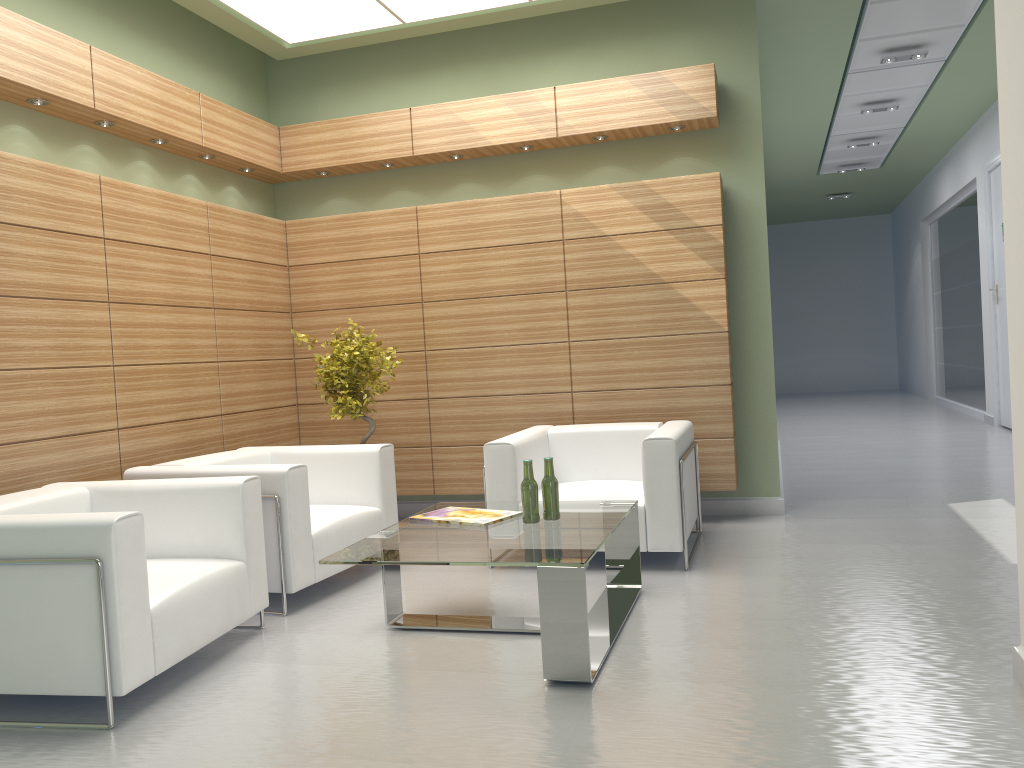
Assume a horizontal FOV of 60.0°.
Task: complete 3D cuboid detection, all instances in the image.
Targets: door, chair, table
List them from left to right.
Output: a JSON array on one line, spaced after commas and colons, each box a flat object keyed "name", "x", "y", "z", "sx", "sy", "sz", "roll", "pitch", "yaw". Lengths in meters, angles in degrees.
[{"name": "chair", "x": -2.941, "y": 1.393, "z": 6.193, "sx": 1.802, "sy": 1.234, "sz": 1.894, "roll": -3, "pitch": 2, "yaw": 11}, {"name": "chair", "x": -2.271, "y": 1.284, "z": 8.417, "sx": 1.769, "sy": 1.234, "sz": 1.894, "roll": -3, "pitch": 2, "yaw": 21}, {"name": "table", "x": -0.088, "y": 1.431, "z": 6.609, "sx": 1.783, "sy": 0.742, "sz": 2.197, "roll": -3, "pitch": 2, "yaw": 16}, {"name": "chair", "x": 0.868, "y": 1.080, "z": 8.990, "sx": 1.894, "sy": 1.234, "sz": 1.802, "roll": -3, "pitch": 2, "yaw": 16}, {"name": "door", "x": 9.418, "y": -1.659, "z": 16.860, "sx": 0.250, "sy": 5.083, "sz": 2.089, "roll": -3, "pitch": 2, "yaw": 16}]

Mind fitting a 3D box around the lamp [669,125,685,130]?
[{"name": "lamp", "x": 1.878, "y": -2.943, "z": 10.107, "sx": 0.181, "sy": 0.074, "sz": 0.181, "roll": -3, "pitch": 2, "yaw": 11}]

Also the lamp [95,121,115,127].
[{"name": "lamp", "x": -3.951, "y": -2.551, "z": 8.608, "sx": 0.181, "sy": 0.074, "sz": 0.181, "roll": -3, "pitch": 2, "yaw": 0}]

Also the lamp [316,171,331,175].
[{"name": "lamp", "x": -2.421, "y": -2.728, "z": 11.378, "sx": 0.181, "sy": 0.074, "sz": 0.181, "roll": -3, "pitch": 2, "yaw": 11}]

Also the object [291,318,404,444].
[{"name": "object", "x": -1.811, "y": 0.533, "z": 9.950, "sx": 1.201, "sy": 2.565, "sz": 1.116, "roll": -4, "pitch": 2, "yaw": -15}]

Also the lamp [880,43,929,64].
[{"name": "lamp", "x": 6.033, "y": -5.083, "z": 13.661, "sx": 0.657, "sy": 0.159, "sz": 0.286, "roll": -3, "pitch": 2, "yaw": 16}]

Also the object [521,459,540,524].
[{"name": "object", "x": 0.132, "y": 0.806, "z": 6.650, "sx": 0.131, "sy": 0.475, "sz": 0.131, "roll": -4, "pitch": 2, "yaw": -19}]

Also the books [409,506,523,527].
[{"name": "books", "x": -0.364, "y": 1.048, "z": 7.038, "sx": 0.762, "sy": 0.025, "sz": 0.508, "roll": -2, "pitch": 2, "yaw": 36}]

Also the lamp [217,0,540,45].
[{"name": "lamp", "x": -1.235, "y": -4.274, "z": 7.692, "sx": 4.571, "sy": 0.325, "sz": 5.060, "roll": -3, "pitch": 2, "yaw": 16}]

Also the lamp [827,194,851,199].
[{"name": "lamp", "x": 9.922, "y": -5.727, "z": 26.921, "sx": 0.657, "sy": 0.159, "sz": 0.286, "roll": -3, "pitch": 2, "yaw": 16}]

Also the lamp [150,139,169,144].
[{"name": "lamp", "x": -3.727, "y": -2.588, "z": 9.374, "sx": 0.181, "sy": 0.074, "sz": 0.181, "roll": -3, "pitch": 2, "yaw": 0}]

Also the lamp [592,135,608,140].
[{"name": "lamp", "x": 1.030, "y": -2.901, "z": 10.358, "sx": 0.181, "sy": 0.074, "sz": 0.181, "roll": -4, "pitch": 2, "yaw": -23}]

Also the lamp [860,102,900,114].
[{"name": "lamp", "x": 6.929, "y": -5.231, "z": 16.717, "sx": 0.657, "sy": 0.159, "sz": 0.286, "roll": -3, "pitch": 2, "yaw": 16}]

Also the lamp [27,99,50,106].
[{"name": "lamp", "x": -4.180, "y": -2.513, "z": 7.828, "sx": 0.181, "sy": 0.074, "sz": 0.181, "roll": -4, "pitch": 2, "yaw": -12}]

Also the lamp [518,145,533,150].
[{"name": "lamp", "x": 0.165, "y": -2.858, "z": 10.614, "sx": 0.181, "sy": 0.074, "sz": 0.181, "roll": -3, "pitch": 2, "yaw": 11}]

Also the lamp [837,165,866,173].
[{"name": "lamp", "x": 8.667, "y": -5.519, "z": 22.642, "sx": 0.657, "sy": 0.159, "sz": 0.286, "roll": -3, "pitch": 2, "yaw": 16}]

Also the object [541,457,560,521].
[{"name": "object", "x": 0.290, "y": 0.794, "z": 6.729, "sx": 0.131, "sy": 0.475, "sz": 0.131, "roll": -4, "pitch": 2, "yaw": -19}]

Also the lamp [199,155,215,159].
[{"name": "lamp", "x": -3.496, "y": -2.626, "z": 10.160, "sx": 0.181, "sy": 0.074, "sz": 0.181, "roll": -4, "pitch": 2, "yaw": -12}]

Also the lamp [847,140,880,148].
[{"name": "lamp", "x": 7.810, "y": -5.377, "z": 19.721, "sx": 0.657, "sy": 0.159, "sz": 0.286, "roll": -3, "pitch": 2, "yaw": 16}]

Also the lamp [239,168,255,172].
[{"name": "lamp", "x": -3.269, "y": -2.664, "z": 10.935, "sx": 0.181, "sy": 0.074, "sz": 0.181, "roll": -3, "pitch": 2, "yaw": 0}]

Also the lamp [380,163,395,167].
[{"name": "lamp", "x": -1.560, "y": -2.771, "z": 11.124, "sx": 0.181, "sy": 0.074, "sz": 0.181, "roll": -3, "pitch": 2, "yaw": 11}]

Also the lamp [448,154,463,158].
[{"name": "lamp", "x": -0.689, "y": -2.815, "z": 10.866, "sx": 0.181, "sy": 0.074, "sz": 0.181, "roll": -4, "pitch": 2, "yaw": -23}]
